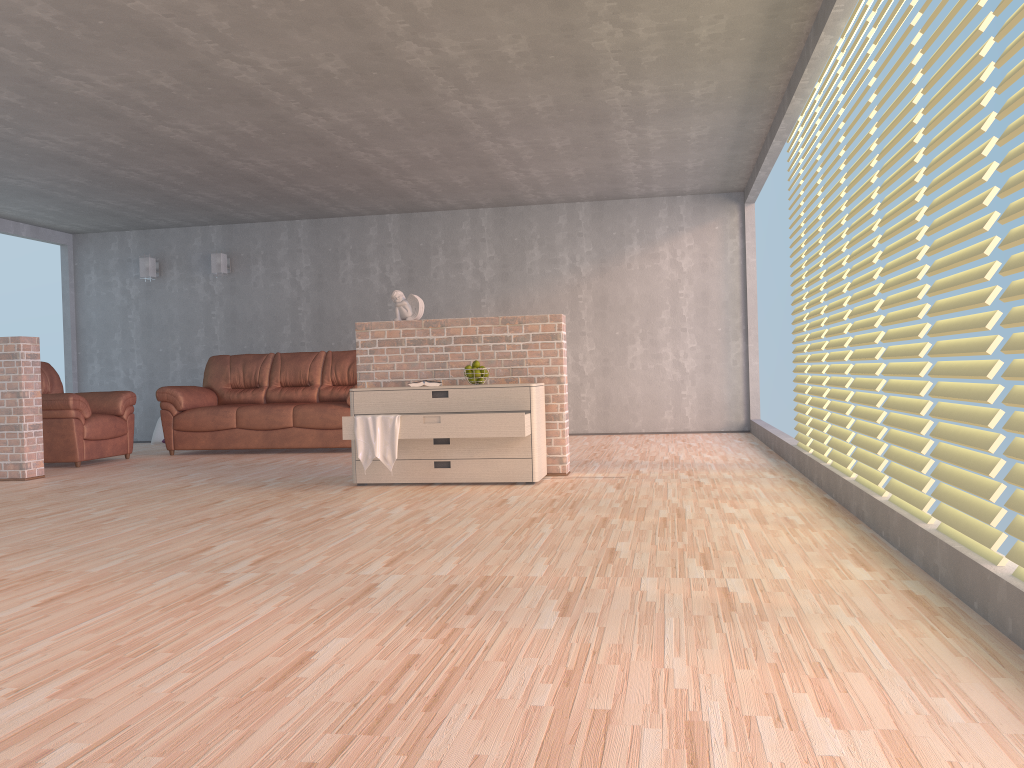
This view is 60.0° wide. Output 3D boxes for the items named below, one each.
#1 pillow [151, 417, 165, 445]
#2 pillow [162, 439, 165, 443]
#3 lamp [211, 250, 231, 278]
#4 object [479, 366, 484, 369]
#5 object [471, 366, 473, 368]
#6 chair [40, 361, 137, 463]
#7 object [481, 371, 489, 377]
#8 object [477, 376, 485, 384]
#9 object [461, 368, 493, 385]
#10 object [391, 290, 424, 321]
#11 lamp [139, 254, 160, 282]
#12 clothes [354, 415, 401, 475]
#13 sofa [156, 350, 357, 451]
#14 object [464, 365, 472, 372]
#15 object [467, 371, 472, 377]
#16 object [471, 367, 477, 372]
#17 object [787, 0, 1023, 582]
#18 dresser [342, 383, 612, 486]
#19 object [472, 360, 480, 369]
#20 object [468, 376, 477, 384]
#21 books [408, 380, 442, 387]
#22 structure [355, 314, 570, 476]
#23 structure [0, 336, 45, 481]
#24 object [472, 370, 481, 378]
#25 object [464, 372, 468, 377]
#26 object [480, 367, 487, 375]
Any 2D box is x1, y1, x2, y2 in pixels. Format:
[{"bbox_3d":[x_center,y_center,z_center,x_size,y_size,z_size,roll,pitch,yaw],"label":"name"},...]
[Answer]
[{"bbox_3d":[-3.882,0.524,10.000,0.327,0.326,0.241,-2,1,14],"label":"pillow"},{"bbox_3d":[-3.614,0.599,9.799,0.392,0.130,0.365,-1,1,31],"label":"pillow"},{"bbox_3d":[-3.297,-1.355,10.023,0.165,0.319,0.177,-2,1,10],"label":"lamp"},{"bbox_3d":[-0.191,-0.095,5.647,0.043,0.043,0.039,-2,1,-4],"label":"object"},{"bbox_3d":[-0.255,-0.088,5.685,0.049,0.053,0.054,-1,1,41],"label":"object"},{"bbox_3d":[-3.996,0.222,7.840,0.936,0.879,0.970,-2,1,9],"label":"chair"},{"bbox_3d":[-0.174,-0.062,5.667,0.053,0.054,0.053,-2,1,-44],"label":"object"},{"bbox_3d":[-0.197,-0.024,5.632,0.046,0.048,0.048,-2,1,-1],"label":"object"},{"bbox_3d":[-0.223,-0.046,5.653,0.202,0.104,0.202,-2,1,4],"label":"object"},{"bbox_3d":[-0.720,-0.536,6.052,0.216,0.218,0.131,-2,1,9],"label":"object"},{"bbox_3d":[-4.168,-1.331,10.174,0.165,0.319,0.168,-2,1,10],"label":"lamp"},{"bbox_3d":[-0.791,0.368,5.320,0.325,0.369,0.097,-2,1,11],"label":"clothes"},{"bbox_3d":[-2.216,0.137,8.647,2.202,0.923,0.981,-2,1,10],"label":"sofa"},{"bbox_3d":[-0.278,-0.098,5.624,0.046,0.045,0.046,-2,1,9],"label":"object"},{"bbox_3d":[-0.264,-0.062,5.610,0.038,0.040,0.039,-1,1,19],"label":"object"},{"bbox_3d":[-0.240,-0.087,5.632,0.039,0.038,0.039,-1,1,39],"label":"object"},{"bbox_3d":[1.515,-0.579,3.826,0.044,2.114,4.372,-2,1,10],"label":"object"},{"bbox_3d":[-0.172,0.313,5.502,1.686,0.612,0.605,-2,1,10],"label":"dresser"},{"bbox_3d":[-0.230,-0.124,5.659,0.054,0.056,0.054,-2,1,10],"label":"object"},{"bbox_3d":[-0.251,-0.028,5.646,0.059,0.055,0.060,-2,1,-35],"label":"object"},{"bbox_3d":[-0.553,-0.004,5.650,0.209,0.040,0.146,-2,1,0],"label":"books"},{"bbox_3d":[-0.338,0.089,5.999,1.422,1.057,0.211,-2,1,10],"label":"structure"},{"bbox_3d":[-4.248,0.197,6.698,1.422,1.057,0.211,-2,1,10],"label":"structure"},{"bbox_3d":[-0.223,-0.064,5.602,0.057,0.057,0.057,-1,1,43],"label":"object"},{"bbox_3d":[-0.281,-0.065,5.650,0.046,0.044,0.046,-2,1,6],"label":"object"},{"bbox_3d":[-0.181,-0.083,5.606,0.046,0.047,0.047,-2,1,-42],"label":"object"}]
